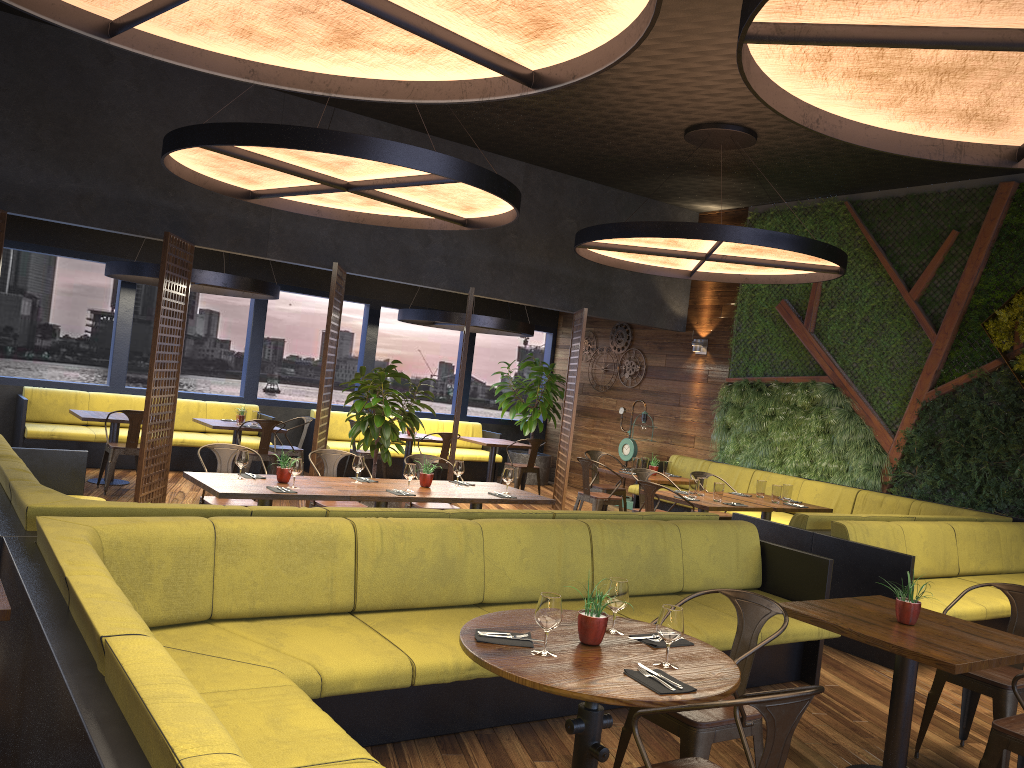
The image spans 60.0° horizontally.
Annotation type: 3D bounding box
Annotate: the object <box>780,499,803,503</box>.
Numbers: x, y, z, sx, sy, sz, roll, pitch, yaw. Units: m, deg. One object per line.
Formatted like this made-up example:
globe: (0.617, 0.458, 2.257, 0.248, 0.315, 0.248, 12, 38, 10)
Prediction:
object: (2.926, 1.218, 9.266, 0.157, 0.019, 0.255, 6, 0, -35)

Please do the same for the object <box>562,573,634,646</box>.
object: (0.297, 0.813, 3.237, 0.238, 0.271, 0.260, 7, 0, -13)

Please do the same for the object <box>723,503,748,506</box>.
object: (2.082, 1.124, 8.323, 0.255, 0.019, 0.157, 6, 0, -35)

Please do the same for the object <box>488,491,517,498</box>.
object: (-0.089, 0.882, 7.076, 0.157, 0.019, 0.255, 6, 0, -34)

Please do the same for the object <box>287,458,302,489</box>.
object: (-1.521, 0.625, 6.213, 0.097, 0.206, 0.097, 7, 0, 11)

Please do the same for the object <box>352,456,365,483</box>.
object: (-1.191, 0.661, 6.853, 0.097, 0.206, 0.097, 7, 0, 11)

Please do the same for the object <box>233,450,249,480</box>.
object: (-1.934, 0.577, 6.337, 0.097, 0.206, 0.097, 7, 0, 11)

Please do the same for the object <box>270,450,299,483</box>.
object: (-1.642, 0.575, 6.387, 0.238, 0.271, 0.260, 7, 0, -13)

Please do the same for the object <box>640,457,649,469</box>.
object: (1.583, 0.976, 10.648, 0.102, 0.178, 0.102, 7, 0, 1)

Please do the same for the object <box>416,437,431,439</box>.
object: (-1.217, 0.726, 12.027, 0.255, 0.019, 0.157, 6, 0, -35)

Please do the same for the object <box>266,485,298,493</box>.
object: (-1.576, 0.714, 6.045, 0.157, 0.019, 0.255, 6, 0, -34)

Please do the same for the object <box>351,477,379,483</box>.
object: (-1.157, 0.759, 7.022, 0.157, 0.019, 0.255, 6, 0, -34)

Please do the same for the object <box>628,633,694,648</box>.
object: (0.557, 0.973, 3.387, 0.255, 0.019, 0.157, 6, 0, -32)

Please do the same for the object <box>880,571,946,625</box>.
object: (1.878, 0.992, 4.162, 0.260, 0.271, 0.238, 7, 0, 1)

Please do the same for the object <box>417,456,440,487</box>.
object: (-0.681, 0.683, 7.053, 0.238, 0.271, 0.260, 7, 0, -13)

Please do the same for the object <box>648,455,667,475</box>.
object: (1.674, 0.941, 10.471, 0.238, 0.271, 0.260, 7, 0, -13)

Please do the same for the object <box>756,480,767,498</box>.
object: (2.607, 1.100, 9.285, 0.102, 0.178, 0.102, 7, 0, 41)

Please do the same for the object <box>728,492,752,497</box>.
object: (2.413, 1.158, 9.306, 0.157, 0.019, 0.255, 6, 0, -35)

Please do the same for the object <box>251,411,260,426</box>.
object: (-3.175, 0.424, 10.974, 0.102, 0.178, 0.102, 7, 0, 41)

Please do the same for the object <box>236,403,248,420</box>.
object: (-3.332, 0.360, 10.956, 0.238, 0.271, 0.260, 7, 0, -13)

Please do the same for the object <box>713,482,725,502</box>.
object: (1.960, 1.029, 8.424, 0.102, 0.178, 0.102, 7, 0, 1)

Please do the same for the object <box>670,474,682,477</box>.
object: (1.931, 1.097, 10.648, 0.157, 0.019, 0.255, 6, 0, -35)

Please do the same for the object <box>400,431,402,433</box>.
object: (-1.597, 0.680, 12.569, 0.255, 0.019, 0.157, 6, 0, -35)

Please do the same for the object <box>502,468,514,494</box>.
object: (-0.034, 0.793, 7.244, 0.097, 0.206, 0.097, 7, 0, 11)

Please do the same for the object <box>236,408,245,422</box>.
object: (-3.405, 0.397, 11.118, 0.102, 0.178, 0.102, 7, 0, 41)

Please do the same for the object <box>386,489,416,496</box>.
object: (-0.832, 0.798, 6.560, 0.157, 0.019, 0.255, 6, 0, -34)

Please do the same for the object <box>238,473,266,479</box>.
object: (-1.901, 0.675, 6.506, 0.157, 0.019, 0.255, 6, 0, -34)

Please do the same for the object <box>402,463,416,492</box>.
object: (-0.777, 0.709, 6.728, 0.097, 0.206, 0.097, 7, 0, 11)

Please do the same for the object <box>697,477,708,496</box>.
object: (1.876, 1.018, 8.778, 0.102, 0.178, 0.102, 7, 0, 41)

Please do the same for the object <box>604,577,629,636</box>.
object: (0.402, 0.860, 3.438, 0.097, 0.206, 0.097, 7, 0, 4)

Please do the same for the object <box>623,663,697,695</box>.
object: (0.473, 0.965, 2.920, 0.157, 0.019, 0.255, 6, 0, -28)

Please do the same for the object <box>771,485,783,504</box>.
object: (2.656, 1.108, 8.906, 0.102, 0.178, 0.102, 7, 0, 1)

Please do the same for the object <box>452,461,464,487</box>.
object: (-0.447, 0.745, 7.368, 0.097, 0.206, 0.097, 7, 0, 11)

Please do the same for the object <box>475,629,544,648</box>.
object: (-0.007, 0.908, 3.186, 0.255, 0.019, 0.157, 7, 0, -2)

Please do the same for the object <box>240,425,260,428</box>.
object: (-3.166, 0.507, 10.678, 0.255, 0.019, 0.157, 6, 0, -35)

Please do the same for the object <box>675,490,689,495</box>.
object: (1.726, 1.081, 8.830, 0.157, 0.019, 0.255, 6, 0, -35)

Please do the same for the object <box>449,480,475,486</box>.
object: (-0.414, 0.842, 7.537, 0.157, 0.019, 0.255, 6, 0, -34)

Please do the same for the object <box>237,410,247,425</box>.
object: (-3.288, 0.412, 10.779, 0.102, 0.178, 0.102, 7, 0, 41)

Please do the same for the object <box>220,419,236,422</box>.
object: (-3.545, 0.461, 11.220, 0.255, 0.019, 0.157, 6, 0, -35)

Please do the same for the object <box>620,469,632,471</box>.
object: (1.442, 1.040, 10.749, 0.255, 0.019, 0.157, 6, 0, -35)

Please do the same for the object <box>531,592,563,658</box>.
object: (0.123, 0.829, 3.058, 0.097, 0.206, 0.097, 7, 0, 7)

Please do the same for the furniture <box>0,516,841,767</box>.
furniture: (0.089, 1.231, 4.150, 4.895, 0.914, 7.462, 6, 0, -40)

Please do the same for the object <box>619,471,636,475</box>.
object: (1.349, 1.031, 10.336, 0.157, 0.019, 0.255, 6, 0, -35)

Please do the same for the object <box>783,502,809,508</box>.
object: (2.823, 1.208, 8.880, 0.157, 0.019, 0.255, 6, 0, -35)

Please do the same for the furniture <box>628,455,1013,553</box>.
furniture: (2.300, 1.461, 9.681, 3.378, 0.916, 4.755, 6, 0, -35)

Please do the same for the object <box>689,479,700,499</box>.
object: (1.742, 1.004, 8.503, 0.102, 0.178, 0.102, 7, 0, 41)

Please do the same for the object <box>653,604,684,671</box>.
object: (0.546, 0.878, 3.082, 0.097, 0.206, 0.097, 7, 0, -10)

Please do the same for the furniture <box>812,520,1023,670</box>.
furniture: (4.909, 1.781, 5.862, 3.372, 0.914, 4.503, 6, 0, -35)

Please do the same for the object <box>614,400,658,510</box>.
object: (1.845, 1.042, 13.359, 0.459, 1.615, 0.848, 6, 0, -35)

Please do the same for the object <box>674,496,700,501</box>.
object: (1.632, 1.072, 8.371, 0.157, 0.019, 0.255, 6, 0, -35)

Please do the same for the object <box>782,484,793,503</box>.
object: (2.835, 1.128, 9.134, 0.102, 0.178, 0.102, 7, 0, 41)

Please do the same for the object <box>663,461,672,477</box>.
object: (1.840, 1.006, 10.515, 0.102, 0.178, 0.102, 7, 0, 1)

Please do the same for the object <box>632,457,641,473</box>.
object: (1.459, 0.963, 10.468, 0.102, 0.178, 0.102, 7, 0, 41)
